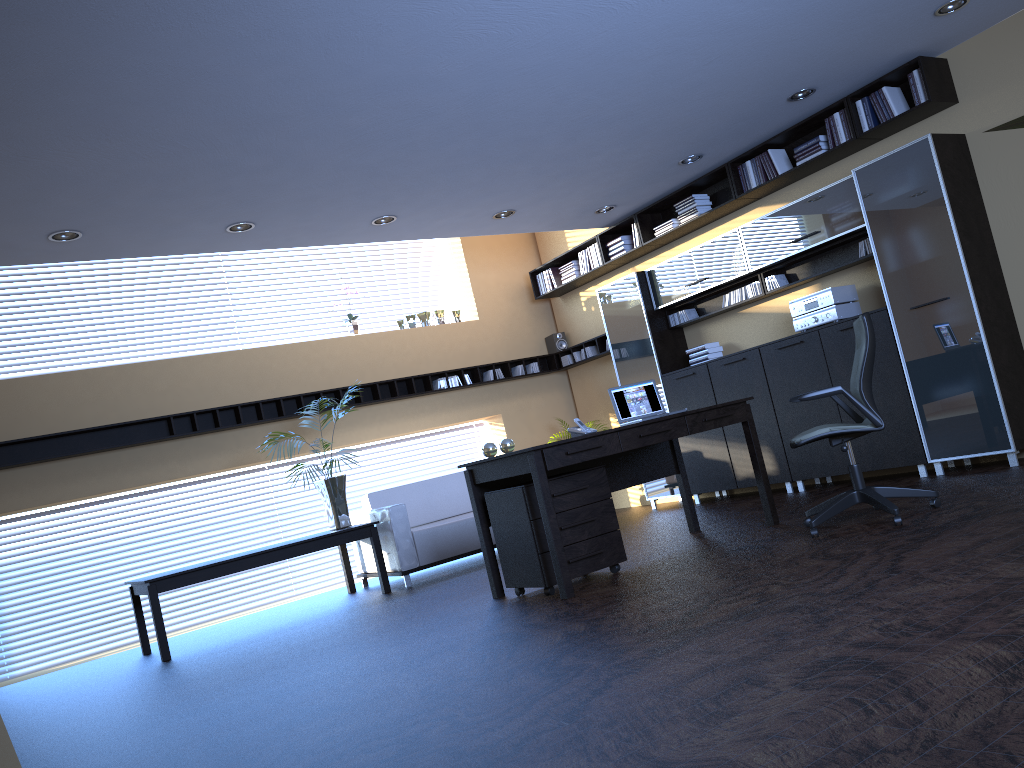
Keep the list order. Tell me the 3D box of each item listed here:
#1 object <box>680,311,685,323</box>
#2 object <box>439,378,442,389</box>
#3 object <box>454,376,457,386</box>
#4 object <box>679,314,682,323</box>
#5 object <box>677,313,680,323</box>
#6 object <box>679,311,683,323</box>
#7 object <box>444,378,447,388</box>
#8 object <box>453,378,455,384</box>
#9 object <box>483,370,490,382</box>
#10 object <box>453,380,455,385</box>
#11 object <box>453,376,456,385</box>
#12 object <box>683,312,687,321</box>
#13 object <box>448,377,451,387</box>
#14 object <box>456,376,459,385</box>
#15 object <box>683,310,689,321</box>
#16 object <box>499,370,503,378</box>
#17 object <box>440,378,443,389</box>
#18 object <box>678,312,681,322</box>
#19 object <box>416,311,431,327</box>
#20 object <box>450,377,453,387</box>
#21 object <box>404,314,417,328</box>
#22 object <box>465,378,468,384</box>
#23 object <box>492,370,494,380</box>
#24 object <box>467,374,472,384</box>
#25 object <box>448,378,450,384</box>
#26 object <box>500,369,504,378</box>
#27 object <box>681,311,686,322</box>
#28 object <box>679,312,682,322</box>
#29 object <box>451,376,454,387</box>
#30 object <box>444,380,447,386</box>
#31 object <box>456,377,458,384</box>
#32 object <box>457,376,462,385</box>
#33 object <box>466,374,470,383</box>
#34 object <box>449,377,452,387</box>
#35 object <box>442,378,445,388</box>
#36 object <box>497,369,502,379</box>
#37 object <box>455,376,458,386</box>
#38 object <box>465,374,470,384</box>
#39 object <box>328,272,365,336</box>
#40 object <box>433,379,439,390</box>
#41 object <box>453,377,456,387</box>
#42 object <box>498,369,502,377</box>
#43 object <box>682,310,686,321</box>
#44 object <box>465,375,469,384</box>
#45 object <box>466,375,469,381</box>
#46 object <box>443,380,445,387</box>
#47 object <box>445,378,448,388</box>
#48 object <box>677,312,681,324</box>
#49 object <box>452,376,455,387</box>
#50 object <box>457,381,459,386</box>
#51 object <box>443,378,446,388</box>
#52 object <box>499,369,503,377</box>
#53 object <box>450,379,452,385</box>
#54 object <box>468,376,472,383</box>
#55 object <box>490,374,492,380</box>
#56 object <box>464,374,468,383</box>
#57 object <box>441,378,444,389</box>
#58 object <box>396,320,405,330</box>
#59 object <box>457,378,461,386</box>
[{"bbox_3d":[1.756,-0.680,8.888,0.142,0.120,0.009,-11,-4,-34],"label":"object"},{"bbox_3d":[-0.821,0.009,9.832,0.009,0.120,0.143,-11,-5,-34],"label":"object"},{"bbox_3d":[-0.667,-0.018,9.936,0.009,0.120,0.143,-11,-5,-34],"label":"object"},{"bbox_3d":[1.744,-0.676,8.904,0.142,0.120,0.009,-10,-4,-34],"label":"object"},{"bbox_3d":[1.728,-0.670,8.930,0.142,0.120,0.009,-11,-4,-34],"label":"object"},{"bbox_3d":[1.747,-0.678,8.894,0.142,0.120,0.009,-11,-4,-34],"label":"object"},{"bbox_3d":[-0.773,0.001,9.868,0.006,0.118,0.140,-11,-5,-34],"label":"object"},{"bbox_3d":[-0.682,-0.016,9.923,0.006,0.118,0.140,-11,-5,-34],"label":"object"},{"bbox_3d":[-0.289,-0.084,10.190,0.040,0.118,0.143,-11,-5,-34],"label":"object"},{"bbox_3d":[-0.684,-0.015,9.926,0.009,0.120,0.143,-11,-5,-34],"label":"object"},{"bbox_3d":[-0.674,-0.017,9.929,0.006,0.118,0.140,-11,-5,-34],"label":"object"},{"bbox_3d":[1.778,-0.688,8.854,0.142,0.120,0.030,-11,-4,-34],"label":"object"},{"bbox_3d":[-0.727,-0.007,9.898,0.009,0.120,0.143,-11,-5,-34],"label":"object"},{"bbox_3d":[-0.643,-0.022,9.957,0.006,0.118,0.140,-11,-5,-34],"label":"object"},{"bbox_3d":[1.778,-0.689,8.842,0.142,0.120,0.030,-11,-4,-34],"label":"object"},{"bbox_3d":[-0.165,-0.107,10.275,0.030,0.120,0.143,-11,-5,-34],"label":"object"},{"bbox_3d":[-0.812,0.008,9.837,0.009,0.120,0.143,-11,-5,-33],"label":"object"},{"bbox_3d":[1.737,-0.674,8.911,0.142,0.120,0.009,-11,-4,-33],"label":"object"},{"bbox_3d":[-0.994,-0.726,10.112,0.137,0.173,0.144,-14,-4,17],"label":"object"},{"bbox_3d":[-0.710,-0.010,9.911,0.006,0.118,0.140,-11,-5,-34],"label":"object"},{"bbox_3d":[-1.137,-0.693,10.010,0.132,0.159,0.126,-12,-4,-13],"label":"object"},{"bbox_3d":[-0.552,-0.038,10.012,0.030,0.120,0.143,-11,-5,-34],"label":"object"},{"bbox_3d":[-0.255,-0.091,10.221,0.030,0.120,0.143,-11,-5,-34],"label":"object"},{"bbox_3d":[-0.516,-0.044,10.039,0.040,0.118,0.143,-11,-5,-34],"label":"object"},{"bbox_3d":[-0.736,-0.006,9.893,0.009,0.120,0.143,-11,-5,-34],"label":"object"},{"bbox_3d":[-0.152,-0.108,10.284,0.040,0.118,0.143,-11,-5,-34],"label":"object"},{"bbox_3d":[1.764,-0.683,8.868,0.140,0.117,0.026,-11,-4,-33],"label":"object"},{"bbox_3d":[1.741,-0.676,8.902,0.140,0.118,0.006,-10,-4,-34],"label":"object"},{"bbox_3d":[-0.699,-0.013,9.912,0.009,0.120,0.143,-11,-5,-34],"label":"object"},{"bbox_3d":[-0.773,0.001,9.869,0.009,0.120,0.143,-11,-5,-34],"label":"object"},{"bbox_3d":[-0.652,-0.021,9.951,0.009,0.120,0.143,-11,-5,-34],"label":"object"},{"bbox_3d":[-0.622,-0.025,9.968,0.040,0.118,0.143,-11,-5,-34],"label":"object"},{"bbox_3d":[-0.529,-0.042,10.033,0.026,0.117,0.140,-11,-5,-34],"label":"object"},{"bbox_3d":[-0.720,-0.008,9.908,0.006,0.118,0.140,-11,-5,-34],"label":"object"},{"bbox_3d":[-0.796,0.005,9.849,0.009,0.120,0.143,-11,-5,-33],"label":"object"},{"bbox_3d":[-0.179,-0.105,10.260,0.030,0.120,0.143,-11,-5,-34],"label":"object"},{"bbox_3d":[-0.657,-0.020,9.940,0.009,0.120,0.143,-11,-5,-34],"label":"object"},{"bbox_3d":[-0.537,-0.041,10.026,0.030,0.120,0.143,-11,-5,-34],"label":"object"},{"bbox_3d":[-1.749,-0.855,9.659,0.353,0.694,0.436,-16,-5,36],"label":"object"},{"bbox_3d":[-0.841,0.014,9.820,0.040,0.118,0.143,-11,-5,-34],"label":"object"},{"bbox_3d":[-0.675,-0.017,9.931,0.009,0.120,0.143,-11,-5,-34],"label":"object"},{"bbox_3d":[-0.173,-0.106,10.269,0.030,0.120,0.143,-11,-5,-34],"label":"object"},{"bbox_3d":[1.770,-0.686,8.861,0.142,0.120,0.030,-10,-4,-34],"label":"object"},{"bbox_3d":[-0.544,-0.040,10.018,0.030,0.120,0.143,-11,-5,-34],"label":"object"},{"bbox_3d":[-0.530,-0.042,10.034,0.030,0.120,0.143,-11,-5,-34],"label":"object"},{"bbox_3d":[-0.789,0.003,9.855,0.006,0.118,0.140,-11,-5,-33],"label":"object"},{"bbox_3d":[-0.765,-0.001,9.874,0.006,0.118,0.140,-11,-5,-34],"label":"object"},{"bbox_3d":[1.732,-0.672,8.920,0.142,0.120,0.009,-10,-4,-34],"label":"object"},{"bbox_3d":[-0.690,-0.015,9.916,0.009,0.120,0.143,-11,-5,-34],"label":"object"},{"bbox_3d":[-0.645,-0.021,9.959,0.009,0.120,0.143,-11,-5,-34],"label":"object"},{"bbox_3d":[-0.783,0.003,9.867,0.009,0.120,0.143,-11,-5,-34],"label":"object"},{"bbox_3d":[-0.162,-0.108,10.271,0.026,0.117,0.140,-11,-5,-34],"label":"object"},{"bbox_3d":[-0.712,-0.010,9.913,0.009,0.120,0.143,-11,-5,-34],"label":"object"},{"bbox_3d":[-0.515,-0.044,10.038,0.036,0.116,0.140,-11,-5,-33],"label":"object"},{"bbox_3d":[-0.280,-0.086,10.203,0.030,0.120,0.143,-11,-5,-34],"label":"object"},{"bbox_3d":[-0.551,-0.039,10.010,0.026,0.117,0.140,-11,-5,-34],"label":"object"},{"bbox_3d":[-0.804,0.006,9.843,0.009,0.120,0.143,-11,-5,-34],"label":"object"},{"bbox_3d":[-1.240,-0.652,9.937,0.089,0.113,0.094,-13,-4,2],"label":"object"},{"bbox_3d":[-0.624,-0.024,9.970,0.041,0.122,0.142,-11,-5,-34],"label":"object"}]
